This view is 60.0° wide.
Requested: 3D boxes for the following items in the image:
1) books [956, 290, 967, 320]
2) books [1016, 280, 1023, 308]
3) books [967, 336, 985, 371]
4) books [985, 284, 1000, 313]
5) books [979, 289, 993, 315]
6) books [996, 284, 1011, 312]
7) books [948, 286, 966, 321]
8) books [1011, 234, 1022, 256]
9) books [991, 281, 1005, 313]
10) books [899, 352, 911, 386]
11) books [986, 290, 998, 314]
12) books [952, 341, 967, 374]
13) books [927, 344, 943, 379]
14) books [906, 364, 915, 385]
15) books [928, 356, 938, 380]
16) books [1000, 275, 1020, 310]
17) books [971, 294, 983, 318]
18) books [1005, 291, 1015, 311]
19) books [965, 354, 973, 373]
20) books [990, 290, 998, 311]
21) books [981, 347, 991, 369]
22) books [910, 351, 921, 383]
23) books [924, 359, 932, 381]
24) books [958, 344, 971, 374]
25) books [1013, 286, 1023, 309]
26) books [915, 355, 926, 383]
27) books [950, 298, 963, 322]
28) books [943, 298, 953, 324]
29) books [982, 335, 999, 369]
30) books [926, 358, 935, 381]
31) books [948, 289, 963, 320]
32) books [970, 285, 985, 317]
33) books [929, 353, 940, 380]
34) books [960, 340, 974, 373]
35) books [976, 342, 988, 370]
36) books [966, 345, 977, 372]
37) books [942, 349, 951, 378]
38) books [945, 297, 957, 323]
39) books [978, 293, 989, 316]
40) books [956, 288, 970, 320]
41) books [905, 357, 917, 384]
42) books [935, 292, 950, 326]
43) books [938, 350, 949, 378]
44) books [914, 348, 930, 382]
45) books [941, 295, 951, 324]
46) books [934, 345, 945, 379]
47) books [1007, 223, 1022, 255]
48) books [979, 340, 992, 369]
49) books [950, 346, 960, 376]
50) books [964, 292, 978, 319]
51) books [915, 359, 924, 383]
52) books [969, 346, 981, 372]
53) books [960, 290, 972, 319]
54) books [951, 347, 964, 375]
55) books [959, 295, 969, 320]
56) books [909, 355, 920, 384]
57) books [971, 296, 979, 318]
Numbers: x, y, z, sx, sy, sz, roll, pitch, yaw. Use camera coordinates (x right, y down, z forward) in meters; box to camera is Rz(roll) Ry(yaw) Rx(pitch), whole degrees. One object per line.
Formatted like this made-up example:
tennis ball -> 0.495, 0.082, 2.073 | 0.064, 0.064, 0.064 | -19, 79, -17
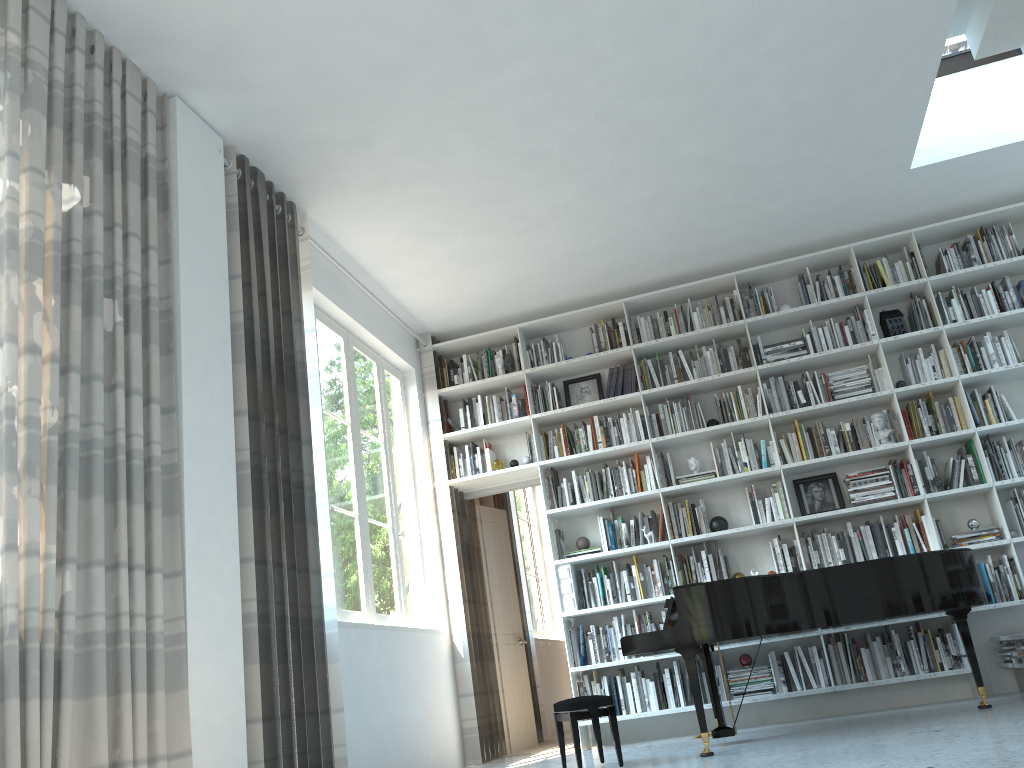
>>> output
books -> 3.153, -0.506, 6.237 | 0.010, 0.267, 0.166 | -13, -19, 12
books -> 3.530, -0.578, 6.139 | 0.054, 0.234, 0.172 | -13, -19, 12
books -> 3.200, -0.172, 6.114 | 0.014, 0.279, 0.178 | -13, -19, 12
books -> 3.359, -0.550, 6.193 | 0.012, 0.263, 0.157 | -13, -19, 12
books -> 3.314, -0.526, 6.199 | 0.023, 0.236, 0.149 | -13, -19, 12
books -> 3.409, -0.550, 6.172 | 0.030, 0.237, 0.186 | -13, -19, 12
books -> 3.139, -0.521, 6.246 | 0.014, 0.305, 0.153 | -13, -19, 12
books -> 3.538, -0.920, 6.244 | 0.014, 0.208, 0.188 | -13, -19, 12
books -> 3.391, -0.562, 6.202 | 0.012, 0.284, 0.160 | -13, -19, 12
books -> 2.769, -0.067, 6.238 | 0.019, 0.284, 0.160 | -13, -19, 12
books -> 3.332, -0.522, 6.176 | 0.021, 0.208, 0.181 | -13, -19, 12
books -> 3.110, -0.142, 6.159 | 0.014, 0.277, 0.154 | -13, -19, 12
books -> 2.955, -0.116, 6.187 | 0.028, 0.292, 0.155 | -13, -19, 12
books -> 2.782, -0.029, 6.199 | 0.028, 0.185, 0.182 | -13, -19, 12
books -> 2.924, -0.072, 6.174 | 0.029, 0.210, 0.158 | -13, -19, 12
books -> 3.458, -0.587, 6.160 | 0.029, 0.284, 0.184 | -13, -19, 12
books -> 3.260, -0.502, 6.226 | 0.028, 0.222, 0.142 | -13, -19, 12
books -> 3.442, -0.529, 6.161 | 0.027, 0.181, 0.176 | -13, -19, 12
books -> 3.145, -0.103, 6.132 | 0.021, 0.178, 0.137 | -13, -19, 12
books -> 3.350, -0.528, 6.188 | 0.011, 0.221, 0.159 | -13, -19, 12
books -> 3.249, -0.136, 6.105 | 0.025, 0.193, 0.171 | -13, -19, 12
books -> 2.829, -0.078, 6.218 | 0.019, 0.274, 0.146 | -13, -19, 12
books -> 2.886, -0.057, 6.176 | 0.024, 0.194, 0.173 | -13, -19, 12
books -> 3.121, -0.135, 6.136 | 0.014, 0.247, 0.177 | -13, -19, 12
books -> 3.495, -0.555, 6.155 | 0.030, 0.212, 0.157 | -13, -19, 12
books -> 2.855, -0.067, 6.200 | 0.023, 0.235, 0.179 | -13, -19, 12
books -> 3.113, -0.471, 6.227 | 0.026, 0.207, 0.181 | -13, -19, 12
books -> 3.075, -0.470, 6.264 | 0.012, 0.239, 0.139 | -13, -19, 12
books -> 3.277, -0.182, 6.090 | 0.030, 0.262, 0.182 | -13, -19, 12
books -> 2.905, -0.061, 6.175 | 0.027, 0.196, 0.185 | -13, -19, 12
books -> 3.130, -0.506, 6.251 | 0.011, 0.282, 0.173 | -13, -19, 12
books -> 3.274, -0.535, 6.228 | 0.013, 0.283, 0.155 | -13, -19, 12
books -> 2.942, -0.085, 6.180 | 0.024, 0.233, 0.150 | -13, -19, 12
books -> 3.159, -0.151, 6.160 | 0.014, 0.283, 0.136 | -13, -19, 12
books -> 3.222, -0.154, 6.109 | 0.022, 0.236, 0.165 | -13, -19, 12
books -> 3.170, -0.138, 6.131 | 0.013, 0.235, 0.158 | -13, -19, 12
books -> 3.007, -0.102, 6.164 | 0.026, 0.237, 0.173 | -13, -19, 12
books -> 3.091, -0.477, 6.255 | 0.026, 0.242, 0.148 | -13, -19, 12
books -> 3.296, -0.508, 6.212 | 0.025, 0.215, 0.144 | -13, -19, 12
books -> 3.179, -0.520, 6.250 | 0.021, 0.295, 0.139 | -13, -19, 12
books -> 2.802, -0.054, 6.223 | 0.024, 0.241, 0.160 | -13, -19, 12
books -> 3.046, -0.490, 6.263 | 0.012, 0.284, 0.160 | -13, -19, 12
books -> 2.985, -0.099, 6.153 | 0.028, 0.229, 0.177 | -13, -19, 12
books -> 2.862, -0.095, 6.182 | 0.028, 0.274, 0.187 | -13, -19, 12
books -> 3.063, -0.484, 6.279 | 0.011, 0.279, 0.134 | -13, -19, 12
books -> 2.971, -0.113, 6.179 | 0.025, 0.276, 0.173 | -13, -19, 12
books -> 3.541, -0.967, 6.259 | 0.006, 0.305, 0.164 | -13, -19, 12
books -> 3.264, -0.168, 6.116 | 0.011, 0.256, 0.131 | -13, -19, 12
books -> 3.045, -0.121, 6.150 | 0.028, 0.250, 0.190 | -13, -19, 12
books -> 3.213, -0.507, 6.217 | 0.027, 0.240, 0.160 | -13, -19, 12
books -> 2.844, -0.048, 6.203 | 0.023, 0.206, 0.171 | -13, -19, 12
books -> 3.190, -0.132, 6.126 | 0.026, 0.215, 0.162 | -13, -19, 12
books -> 3.198, -0.513, 6.249 | 0.013, 0.275, 0.133 | -13, -19, 12
books -> 3.092, -0.119, 6.162 | 0.030, 0.241, 0.138 | -13, -19, 12
books -> 3.168, -0.491, 6.238 | 0.012, 0.235, 0.166 | -13, -19, 12
books -> 2.816, -0.063, 6.216 | 0.028, 0.249, 0.165 | -13, -19, 12
books -> 3.239, -0.494, 6.226 | 0.014, 0.214, 0.132 | -13, -19, 12
